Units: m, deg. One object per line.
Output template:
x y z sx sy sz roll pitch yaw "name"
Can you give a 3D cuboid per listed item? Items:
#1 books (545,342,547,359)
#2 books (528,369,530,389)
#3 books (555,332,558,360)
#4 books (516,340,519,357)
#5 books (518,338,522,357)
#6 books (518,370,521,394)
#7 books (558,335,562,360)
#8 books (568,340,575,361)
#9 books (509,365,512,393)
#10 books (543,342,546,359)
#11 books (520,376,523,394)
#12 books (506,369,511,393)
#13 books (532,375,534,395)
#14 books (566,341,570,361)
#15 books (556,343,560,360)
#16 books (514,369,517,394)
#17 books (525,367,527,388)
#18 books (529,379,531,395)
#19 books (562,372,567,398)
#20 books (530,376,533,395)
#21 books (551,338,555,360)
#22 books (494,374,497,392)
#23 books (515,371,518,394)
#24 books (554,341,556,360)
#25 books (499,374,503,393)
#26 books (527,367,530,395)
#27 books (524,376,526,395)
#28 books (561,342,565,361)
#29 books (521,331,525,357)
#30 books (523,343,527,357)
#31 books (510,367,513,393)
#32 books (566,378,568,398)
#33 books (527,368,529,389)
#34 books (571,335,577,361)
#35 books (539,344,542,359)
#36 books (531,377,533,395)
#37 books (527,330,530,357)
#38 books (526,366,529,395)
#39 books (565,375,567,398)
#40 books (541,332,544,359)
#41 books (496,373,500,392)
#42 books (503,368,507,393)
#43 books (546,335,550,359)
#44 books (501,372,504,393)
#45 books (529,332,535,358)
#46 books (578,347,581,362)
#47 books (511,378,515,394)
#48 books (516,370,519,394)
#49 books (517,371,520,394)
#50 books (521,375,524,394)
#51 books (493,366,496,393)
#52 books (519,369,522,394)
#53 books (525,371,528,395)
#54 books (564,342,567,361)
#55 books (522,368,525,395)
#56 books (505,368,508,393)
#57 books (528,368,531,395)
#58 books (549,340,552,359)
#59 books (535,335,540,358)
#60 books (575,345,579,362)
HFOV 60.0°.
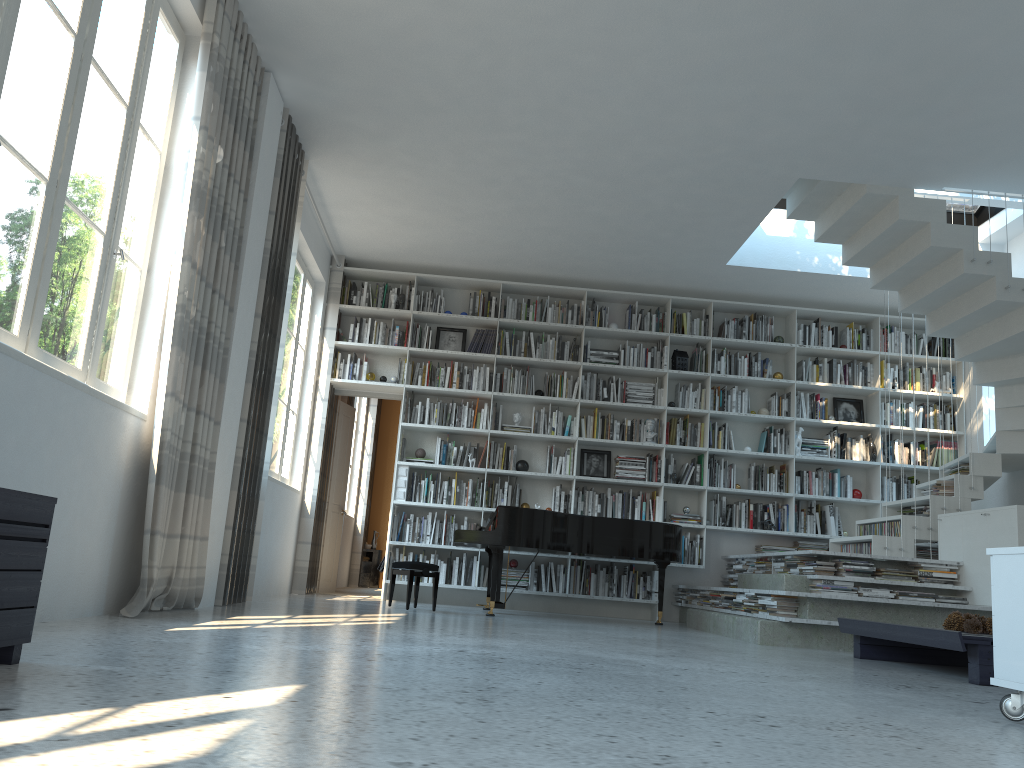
0.330 -0.298 8.781 0.010 0.208 0.174 5 -12 -2 "books"
0.158 0.011 8.716 0.004 0.283 0.167 5 -12 -2 "books"
0.433 -0.342 8.789 0.011 0.313 0.184 5 -12 -2 "books"
0.049 -0.317 8.777 0.024 0.201 0.153 5 -12 -2 "books"
0.077 -0.325 8.773 0.029 0.218 0.158 5 -12 -2 "books"
0.068 0.011 8.695 0.009 0.260 0.180 5 -12 -2 "books"
0.471 -0.323 8.810 0.022 0.290 0.147 5 -12 -2 "books"
0.585 -0.305 8.792 0.055 0.263 0.167 5 -12 -2 "books"
-0.020 -0.020 8.717 0.011 0.316 0.155 5 -12 -2 "books"
0.312 -0.296 8.806 0.024 0.212 0.128 5 -12 -2 "books"
0.086 0.038 8.689 0.011 0.208 0.181 5 -12 -2 "books"
-0.038 0.003 8.698 0.024 0.261 0.178 5 -12 -2 "books"
0.208 0.041 8.712 0.031 0.232 0.148 5 -12 -2 "books"
0.544 -0.291 8.807 0.024 0.236 0.153 5 -12 -2 "books"
0.446 -0.288 8.800 0.024 0.213 0.150 5 -12 -2 "books"
0.027 0.005 8.685 0.009 0.262 0.190 5 -12 -2 "books"
0.131 -0.009 8.720 0.004 0.320 0.153 5 -12 -2 "books"
0.173 0.039 8.727 0.009 0.236 0.135 5 -12 -2 "books"
0.507 0.038 8.719 0.022 0.284 0.190 5 -12 -2 "books"
0.183 0.047 8.719 0.012 0.217 0.151 5 -12 -2 "books"
0.398 -0.317 8.796 0.028 0.260 0.136 5 -12 -2 "books"
-0.161 0.019 8.687 0.015 0.207 0.186 5 -12 -2 "books"
0.036 0.012 8.686 0.012 0.251 0.184 5 -12 -2 "books"
0.417 -0.301 8.790 0.013 0.230 0.142 5 -12 -2 "books"
-0.114 0.022 8.713 0.024 0.219 0.140 5 -12 -2 "books"
0.155 0.001 8.721 0.005 0.305 0.163 5 -12 -2 "books"
0.118 0.043 8.721 0.012 0.216 0.133 5 -12 -2 "books"
0.495 -0.290 8.784 0.030 0.217 0.183 5 -12 -2 "books"
0.105 -0.359 8.781 0.023 0.292 0.156 5 -12 -2 "books"
0.129 -0.300 8.780 0.034 0.180 0.160 5 -12 -2 "books"
-0.010 -0.007 8.693 0.010 0.283 0.184 5 -12 -2 "books"
0.531 0.070 8.725 0.011 0.229 0.166 5 -12 -2 "books"
0.150 -0.012 8.724 0.005 0.330 0.162 5 -12 -2 "books"
0.602 -0.322 8.796 0.058 0.302 0.175 5 -12 -2 "books"
0.275 -0.289 8.777 0.028 0.179 0.168 5 -12 -2 "books"
0.191 0.052 8.717 0.004 0.209 0.132 5 -12 -2 "books"
0.157 -0.362 8.803 0.013 0.314 0.135 5 -12 -2 "books"
0.145 -0.005 8.725 0.005 0.315 0.157 5 -12 -2 "books"
0.522 0.055 8.724 0.010 0.257 0.140 5 -12 -2 "books"
0.299 -0.350 8.790 0.012 0.307 0.145 5 -12 -2 "books"
-0.140 0.018 8.714 0.029 0.224 0.136 5 -12 -2 "books"
-0.074 -0.008 8.701 0.026 0.279 0.151 5 -12 -2 "books"
0.351 -0.332 8.802 0.026 0.286 0.138 5 -12 -2 "books"
-0.094 0.011 8.703 0.012 0.239 0.134 5 -12 -2 "books"
0.201 -0.349 8.776 0.075 0.285 0.178 5 -12 -2 "books"
0.662 -0.257 8.818 0.019 0.193 0.098 5 -12 -2 "books"
0.005 0.046 8.700 0.029 0.186 0.149 5 -12 -2 "books"
0.047 0.013 8.710 0.010 0.261 0.169 5 -12 -2 "books"
0.057 0.016 8.710 0.011 0.255 0.152 5 -12 -2 "books"
0.097 0.036 8.716 0.011 0.226 0.130 5 -12 -2 "books"
-0.172 -0.016 8.711 0.012 0.284 0.160 5 -12 -2 "books"
0.078 0.004 8.703 0.011 0.278 0.169 5 -12 -2 "books"
0.136 0.019 8.707 0.010 0.261 0.158 5 -12 -2 "books"
0.521 -0.289 8.789 0.022 0.222 0.161 5 -12 -2 "books"
0.111 0.001 8.703 0.011 0.291 0.177 5 -12 -2 "books"
-0.055 -0.006 8.698 0.012 0.275 0.157 5 -12 -2 "books"
0.167 0.006 8.699 0.011 0.286 0.189 5 -12 -2 "books"
0.373 -0.306 8.773 0.021 0.225 0.192 5 -12 -2 "books"
0.250 -0.331 8.791 0.027 0.264 0.169 5 -12 -2 "books"
0.640 -0.269 8.812 0.028 0.211 0.135 5 -12 -2 "books"
